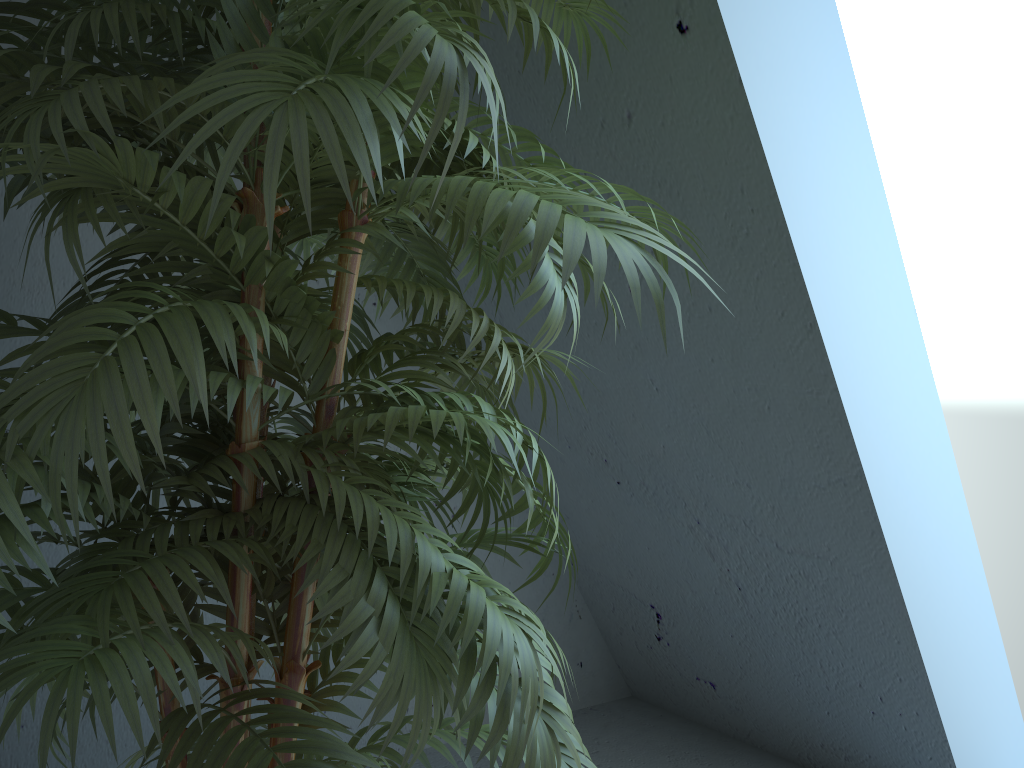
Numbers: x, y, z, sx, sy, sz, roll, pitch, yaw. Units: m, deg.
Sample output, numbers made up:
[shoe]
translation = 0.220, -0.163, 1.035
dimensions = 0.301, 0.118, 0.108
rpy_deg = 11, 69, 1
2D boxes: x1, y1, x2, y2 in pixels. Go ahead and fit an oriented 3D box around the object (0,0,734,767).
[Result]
[object]
translation = -0.265, -0.022, 1.005
dimensions = 0.980, 2.034, 1.020
rpy_deg = 4, 0, 8
